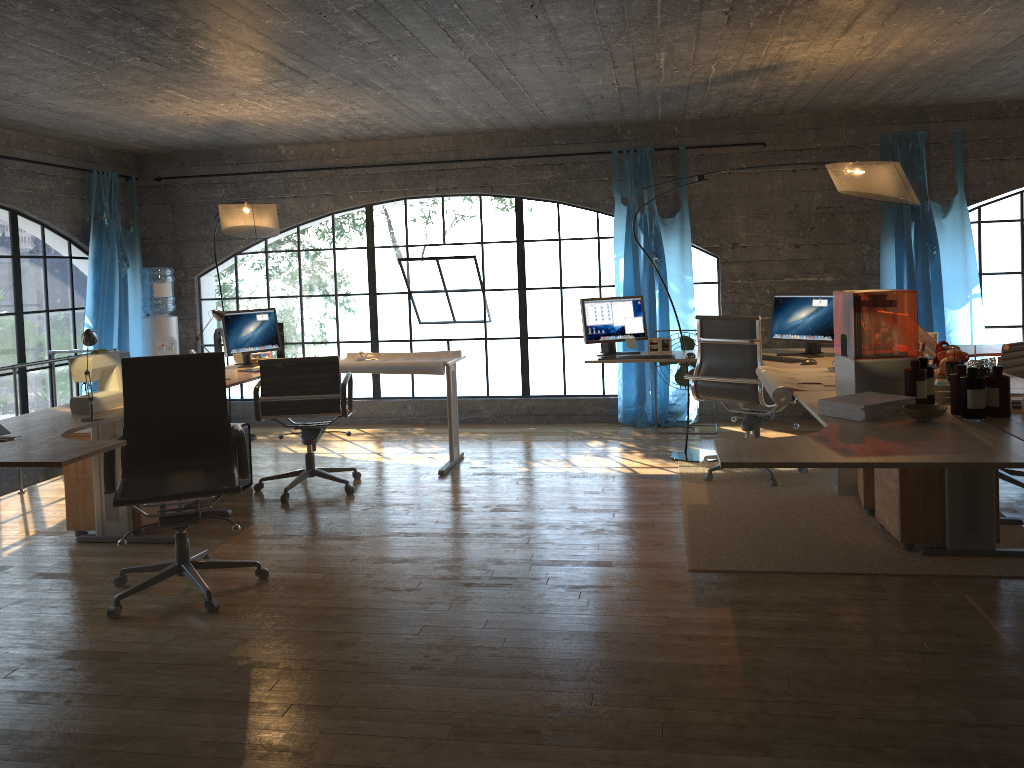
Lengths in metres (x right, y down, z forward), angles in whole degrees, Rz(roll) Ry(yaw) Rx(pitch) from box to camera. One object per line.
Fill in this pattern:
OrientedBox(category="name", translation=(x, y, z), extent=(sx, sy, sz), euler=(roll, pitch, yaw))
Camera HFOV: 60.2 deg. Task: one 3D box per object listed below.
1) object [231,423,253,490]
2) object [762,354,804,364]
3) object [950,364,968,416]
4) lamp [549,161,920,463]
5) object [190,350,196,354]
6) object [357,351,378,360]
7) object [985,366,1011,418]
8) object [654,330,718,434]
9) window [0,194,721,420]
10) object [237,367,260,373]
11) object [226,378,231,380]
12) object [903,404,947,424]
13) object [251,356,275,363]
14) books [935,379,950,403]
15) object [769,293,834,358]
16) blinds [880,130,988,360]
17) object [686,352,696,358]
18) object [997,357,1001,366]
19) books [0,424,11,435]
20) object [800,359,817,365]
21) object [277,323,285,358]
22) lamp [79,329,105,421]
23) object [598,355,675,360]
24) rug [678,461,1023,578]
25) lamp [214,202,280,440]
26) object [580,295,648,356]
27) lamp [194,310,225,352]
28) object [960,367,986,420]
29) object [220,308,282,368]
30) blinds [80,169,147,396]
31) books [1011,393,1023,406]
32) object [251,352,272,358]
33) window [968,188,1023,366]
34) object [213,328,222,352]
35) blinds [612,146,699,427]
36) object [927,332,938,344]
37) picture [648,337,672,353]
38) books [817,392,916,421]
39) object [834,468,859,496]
OrientedBox(category="object", translation=(-1.937, 0.471, 5.666), extent=(0.480, 0.409, 0.201), euler=(-1, 3, 15))
OrientedBox(category="object", translation=(1.595, -0.156, 5.372), extent=(0.187, 0.011, 0.493), euler=(-6, 8, -25))
OrientedBox(category="object", translation=(1.686, 0.021, 3.306), extent=(0.079, 0.186, 0.080), euler=(-1, 3, 27))
OrientedBox(category="lamp", translation=(0.399, -0.587, 7.267), extent=(0.387, 1.922, 6.259), euler=(-4, 7, -34))
OrientedBox(category="object", translation=(-2.028, -0.142, 5.692), extent=(0.190, 0.164, 0.170), euler=(-3, 5, -5))
OrientedBox(category="object", translation=(-1.027, -0.204, 6.271), extent=(0.159, 0.064, 0.054), euler=(-5, 5, -23))
OrientedBox(category="object", translation=(1.782, 0.027, 3.236), extent=(0.079, 0.186, 0.080), euler=(-1, 3, 17))
OrientedBox(category="object", translation=(1.418, -0.046, 7.191), extent=(0.490, 0.799, 0.584), euler=(-1, 4, 15))
OrientedBox(category="window", translation=(-2.018, -0.608, 7.021), extent=(6.968, 1.861, 3.198), euler=(-6, 7, -30))
OrientedBox(category="object", translation=(-1.589, -0.114, 5.943), extent=(0.187, 0.011, 0.493), euler=(3, 9, 34))
OrientedBox(category="object", translation=(-1.779, -0.028, 5.354), extent=(0.147, 0.007, 0.008), euler=(-2, 5, 3))
OrientedBox(category="object", translation=(1.491, 0.111, 3.189), extent=(0.147, 0.054, 0.147), euler=(-4, 7, -14))
OrientedBox(category="object", translation=(-1.808, -0.174, 6.358), extent=(0.204, 0.036, 0.206), euler=(-1, 7, 8))
OrientedBox(category="books", translation=(1.826, 0.029, 3.669), extent=(0.178, 0.069, 0.231), euler=(0, 7, 18))
OrientedBox(category="object", translation=(1.832, -0.375, 5.525), extent=(0.287, 0.389, 0.471), euler=(-5, 6, -40))
OrientedBox(category="blinds", translation=(3.304, -0.769, 6.904), extent=(0.858, 2.409, 0.262), euler=(-1, 2, 18))
OrientedBox(category="object", translation=(1.137, -0.183, 5.623), extent=(0.059, 0.034, 0.101), euler=(0, 7, 20))
OrientedBox(category="object", translation=(2.865, -0.031, 5.007), extent=(0.369, 0.241, 0.300), euler=(-7, 7, -39))
OrientedBox(category="books", translation=(-2.280, 0.198, 3.627), extent=(0.318, 0.044, 0.309), euler=(5, 10, 44))
OrientedBox(category="object", translation=(1.692, -0.127, 5.040), extent=(0.101, 0.034, 0.059), euler=(-4, 6, -15))
OrientedBox(category="object", translation=(-1.694, -0.308, 6.430), extent=(0.085, 0.276, 0.085), euler=(-2, 2, 12))
OrientedBox(category="lamp", translation=(-1.898, -0.041, 3.954), extent=(0.105, 0.407, 0.208), euler=(-2, 3, -4))
OrientedBox(category="object", translation=(0.810, -0.175, 5.735), extent=(0.490, 0.011, 0.188), euler=(-1, 8, 10))
OrientedBox(category="rug", translation=(1.739, 0.652, 4.802), extent=(1.599, 0.005, 2.218), euler=(-1, 8, 10))
OrientedBox(category="lamp", translation=(-3.016, -0.649, 8.692), extent=(0.387, 1.922, 6.267), euler=(-3, 7, -25))
OrientedBox(category="object", translation=(0.699, -0.400, 6.032), extent=(0.470, 0.389, 0.287), euler=(-4, 4, -20))
OrientedBox(category="lamp", translation=(-2.009, -0.290, 5.882), extent=(0.208, 0.407, 0.105), euler=(-3, 3, -23))
OrientedBox(category="object", translation=(1.683, 0.032, 3.223), extent=(0.079, 0.186, 0.080), euler=(-1, 3, 17))
OrientedBox(category="object", translation=(-1.826, -0.327, 6.185), extent=(0.286, 0.389, 0.473), euler=(1, 6, 35))
OrientedBox(category="blinds", translation=(-3.376, -0.677, 7.566), extent=(0.262, 2.274, 0.950), euler=(-2, 3, 6))
OrientedBox(category="books", translation=(2.043, 0.052, 3.526), extent=(0.307, 0.044, 0.320), euler=(0, 8, 15))
OrientedBox(category="object", translation=(-1.832, -0.207, 6.362), extent=(0.144, 0.032, 0.153), euler=(0, 7, 14))
OrientedBox(category="window", translation=(1.373, -0.749, 7.081), extent=(12.242, 1.843, 3.942), euler=(-4, 7, -11))
OrientedBox(category="object", translation=(-2.007, -0.242, 6.013), extent=(0.085, 0.276, 0.085), euler=(-4, 3, -37))
OrientedBox(category="blinds", translation=(1.178, -0.801, 7.281), extent=(0.667, 2.288, 0.259), euler=(-2, 2, 5))
OrientedBox(category="object", translation=(2.679, -0.276, 5.639), extent=(0.083, 0.100, 0.109), euler=(-1, 5, 20))
OrientedBox(category="picture", translation=(1.002, -0.262, 5.986), extent=(0.158, 0.104, 0.032), euler=(-1, 3, 10))
OrientedBox(category="books", translation=(1.364, 0.083, 3.400), extent=(0.310, 0.058, 0.222), euler=(-6, 8, -29))
OrientedBox(category="object", translation=(2.077, 0.413, 4.985), extent=(0.480, 0.409, 0.201), euler=(-1, 3, 15))
